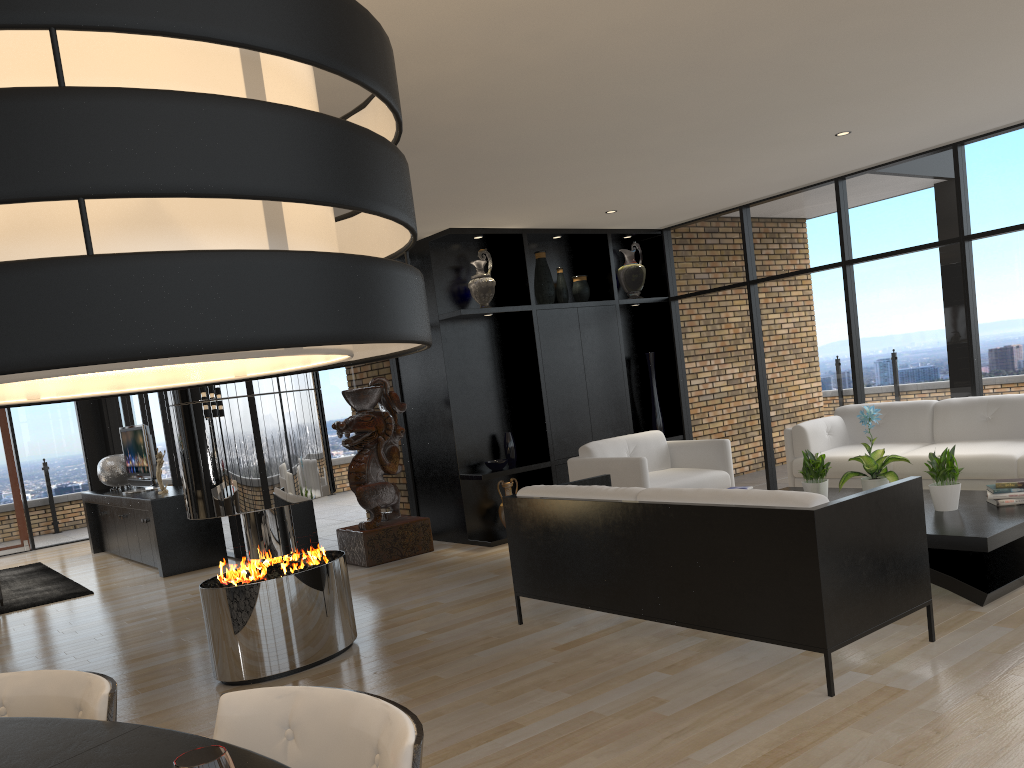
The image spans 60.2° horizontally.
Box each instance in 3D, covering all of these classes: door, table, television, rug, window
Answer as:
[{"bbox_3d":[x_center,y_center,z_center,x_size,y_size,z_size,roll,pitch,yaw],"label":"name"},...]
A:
[{"bbox_3d":[-6.810,1.238,11.259,0.890,2.007,0.095,-11,6,-37],"label":"door"},{"bbox_3d":[2.209,0.934,5.476,1.255,0.353,2.038,-8,0,-37],"label":"table"},{"bbox_3d":[-4.040,0.803,9.525,0.407,0.715,0.932,-9,2,-19],"label":"television"},{"bbox_3d":[-1.022,1.132,1.369,2.114,0.774,1.198,-7,2,32],"label":"table"},{"bbox_3d":[-5.614,2.105,8.373,2.463,0.012,3.041,-7,0,-36],"label":"rug"},{"bbox_3d":[-2.822,-0.673,6.174,15.952,4.815,10.038,-7,1,40],"label":"window"}]

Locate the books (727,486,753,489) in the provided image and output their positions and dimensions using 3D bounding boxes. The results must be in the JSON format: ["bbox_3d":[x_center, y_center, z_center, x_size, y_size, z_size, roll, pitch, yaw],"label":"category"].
[{"bbox_3d":[1.486,0.709,5.856,0.155,0.027,0.183,-7,0,44],"label":"books"}]

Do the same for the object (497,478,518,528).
[{"bbox_3d":[-0.016,1.103,7.990,0.222,0.498,0.221,-8,5,-10],"label":"object"}]

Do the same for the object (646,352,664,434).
[{"bbox_3d":[1.471,0.119,9.099,0.113,0.888,0.113,-10,6,-25],"label":"object"}]

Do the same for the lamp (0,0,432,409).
[{"bbox_3d":[-0.420,-0.661,0.719,0.537,1.338,0.530,-5,5,30],"label":"lamp"}]

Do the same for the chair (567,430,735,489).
[{"bbox_3d":[1.109,0.820,6.900,0.993,0.861,0.856,-9,3,-37],"label":"chair"}]

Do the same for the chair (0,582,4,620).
[{"bbox_3d":[-4.614,1.642,7.206,0.799,0.679,0.686,-9,3,-37],"label":"chair"}]

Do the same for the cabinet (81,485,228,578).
[{"bbox_3d":[-3.968,1.527,9.603,0.616,0.744,3.048,-10,2,-37],"label":"cabinet"}]

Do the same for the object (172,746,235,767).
[{"bbox_3d":[-0.467,0.618,1.347,0.095,0.107,0.094,-5,4,42],"label":"object"}]

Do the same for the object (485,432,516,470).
[{"bbox_3d":[-0.088,0.605,7.940,0.370,0.315,0.213,-9,4,-38],"label":"object"}]

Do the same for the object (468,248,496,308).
[{"bbox_3d":[-0.272,-0.924,7.806,0.245,0.548,0.242,-7,5,7],"label":"object"}]

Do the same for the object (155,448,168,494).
[{"bbox_3d":[-3.488,0.862,8.746,0.104,0.462,0.257,-11,5,-36],"label":"object"}]

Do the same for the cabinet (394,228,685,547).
[{"bbox_3d":[0.351,-0.034,8.759,2.642,2.759,1.186,-9,5,-36],"label":"cabinet"}]

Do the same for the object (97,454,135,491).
[{"bbox_3d":[-4.581,1.026,10.300,0.465,0.410,0.459,-6,3,35],"label":"object"}]

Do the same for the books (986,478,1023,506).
[{"bbox_3d":[2.867,0.609,5.021,0.308,0.127,0.222,-7,1,21],"label":"books"}]

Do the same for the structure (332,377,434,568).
[{"bbox_3d":[-1.184,0.743,7.782,0.725,1.604,0.517,-11,6,-37],"label":"structure"}]

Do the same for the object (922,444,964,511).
[{"bbox_3d":[2.472,0.538,5.055,0.215,0.372,0.281,-5,4,31],"label":"object"}]

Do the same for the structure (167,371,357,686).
[{"bbox_3d":[-1.423,0.189,4.837,0.588,2.761,0.883,-3,7,41],"label":"structure"}]

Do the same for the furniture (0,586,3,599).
[{"bbox_3d":[-5.218,1.816,8.070,0.821,0.486,0.830,-8,2,-37],"label":"furniture"}]

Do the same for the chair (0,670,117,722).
[{"bbox_3d":[-1.209,1.139,2.015,0.645,0.811,0.610,-6,4,24],"label":"chair"}]

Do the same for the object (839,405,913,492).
[{"bbox_3d":[2.188,0.441,5.367,0.368,0.635,0.355,-8,4,-18],"label":"object"}]

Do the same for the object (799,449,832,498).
[{"bbox_3d":[1.974,0.602,5.738,0.215,0.372,0.282,-6,4,16],"label":"object"}]

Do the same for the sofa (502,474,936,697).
[{"bbox_3d":[0.927,0.868,4.493,0.831,0.808,2.037,-9,2,-37],"label":"sofa"}]

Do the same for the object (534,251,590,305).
[{"bbox_3d":[0.456,-0.999,8.366,0.613,0.514,0.208,-9,5,-36],"label":"object"}]

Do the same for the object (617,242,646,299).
[{"bbox_3d":[1.204,-1.136,8.905,0.286,0.597,0.281,-6,4,14],"label":"object"}]

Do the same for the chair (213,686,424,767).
[{"bbox_3d":[-0.453,1.042,1.599,0.645,0.811,0.610,-4,4,41],"label":"chair"}]

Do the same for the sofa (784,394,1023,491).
[{"bbox_3d":[3.334,0.536,6.291,0.848,0.860,2.702,-9,2,-37],"label":"sofa"}]
